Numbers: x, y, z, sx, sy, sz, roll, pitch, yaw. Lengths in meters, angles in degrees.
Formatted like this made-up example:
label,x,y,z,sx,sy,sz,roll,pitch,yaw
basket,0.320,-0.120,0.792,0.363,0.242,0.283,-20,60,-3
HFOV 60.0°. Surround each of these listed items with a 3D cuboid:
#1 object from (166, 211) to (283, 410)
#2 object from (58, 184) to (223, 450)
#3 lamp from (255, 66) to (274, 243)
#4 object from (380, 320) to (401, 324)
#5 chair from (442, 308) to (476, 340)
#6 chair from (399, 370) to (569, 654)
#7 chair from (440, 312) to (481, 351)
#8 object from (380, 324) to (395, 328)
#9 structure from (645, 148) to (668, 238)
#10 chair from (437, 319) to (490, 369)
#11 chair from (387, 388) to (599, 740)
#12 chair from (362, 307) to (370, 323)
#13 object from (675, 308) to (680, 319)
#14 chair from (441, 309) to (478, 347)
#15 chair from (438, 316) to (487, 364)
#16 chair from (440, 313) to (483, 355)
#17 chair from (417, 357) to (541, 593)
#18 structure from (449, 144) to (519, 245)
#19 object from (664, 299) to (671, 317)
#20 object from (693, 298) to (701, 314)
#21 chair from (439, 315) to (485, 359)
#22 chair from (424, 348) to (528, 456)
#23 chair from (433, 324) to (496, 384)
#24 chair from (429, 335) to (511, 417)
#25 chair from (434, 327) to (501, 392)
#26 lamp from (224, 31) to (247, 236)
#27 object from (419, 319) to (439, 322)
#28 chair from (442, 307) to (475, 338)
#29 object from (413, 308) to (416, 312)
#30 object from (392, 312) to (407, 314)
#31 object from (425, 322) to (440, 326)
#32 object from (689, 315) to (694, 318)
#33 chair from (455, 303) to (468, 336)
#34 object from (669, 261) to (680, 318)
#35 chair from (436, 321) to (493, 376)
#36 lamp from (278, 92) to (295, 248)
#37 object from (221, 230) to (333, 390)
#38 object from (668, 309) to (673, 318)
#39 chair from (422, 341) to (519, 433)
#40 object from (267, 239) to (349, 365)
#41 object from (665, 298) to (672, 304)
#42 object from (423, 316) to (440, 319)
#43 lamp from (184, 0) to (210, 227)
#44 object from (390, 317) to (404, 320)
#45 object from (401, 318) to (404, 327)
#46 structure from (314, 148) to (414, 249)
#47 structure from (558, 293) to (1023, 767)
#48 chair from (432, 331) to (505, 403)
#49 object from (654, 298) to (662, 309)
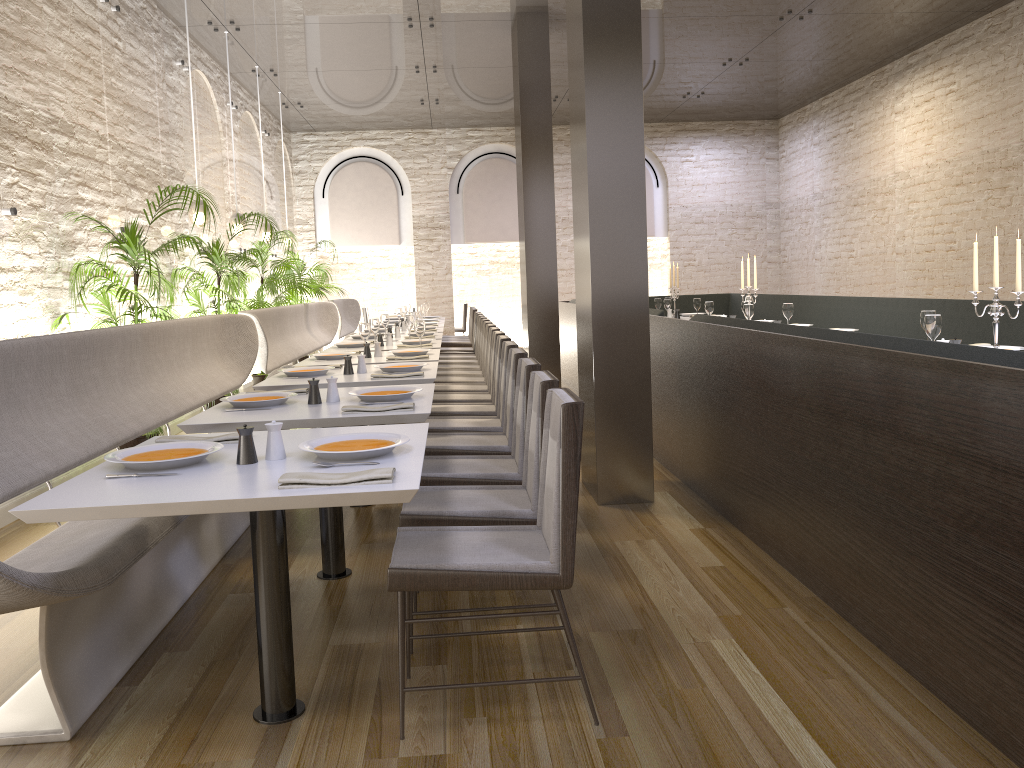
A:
label,x,y,z,sx,sy,sz,roll,pitch,yaw
object,-2.629,-0.547,7.974,1.145,1.969,1.192,0,5,27
object,-2.482,-0.314,5.873,1.145,1.969,1.192,0,5,27
lamp,-2.927,-2.676,10.372,0.178,2.035,0.178,-4,5,-25
object,-1.643,-0.825,11.847,0.321,0.036,0.323,2,8,33
chair,-0.770,-0.623,12.620,0.566,0.903,0.413,-3,5,-4
chair,-0.109,0.428,3.166,0.566,0.903,0.413,-3,5,-4
chair,-0.633,-0.405,10.660,0.566,0.903,0.413,-3,5,-4
object,-1.567,-0.703,10.749,0.321,0.036,0.323,2,8,33
structure,1.855,-3.345,15.248,1.633,1.670,0.098,-3,4,-4
chair,-0.472,-0.149,8.363,0.566,0.903,0.413,-3,5,-4
chair,-0.070,0.491,2.604,0.566,0.903,0.413,-3,5,-4
chair,-2.362,-0.926,15.828,0.566,0.903,0.413,-3,5,-4
object,1.862,-0.791,9.986,0.069,0.126,0.069,1,6,38
chair,-0.731,-0.561,12.062,0.566,0.903,0.413,-3,5,-4
chair,-0.514,-0.215,8.952,0.566,0.903,0.413,-3,5,-4
chair,-0.594,-0.343,10.105,0.566,0.903,0.413,-3,5,-4
chair,-0.150,0.363,3.758,0.566,0.903,0.413,-3,5,-4
structure,-0.258,-3.247,15.107,1.633,1.670,0.098,-3,4,-4
object,1.739,-0.833,9.897,0.086,0.230,0.087,1,5,32
object,2.014,-0.813,9.628,0.086,0.230,0.087,1,5,32
chair,-0.553,-0.278,9.518,0.566,0.903,0.413,-3,5,-4
chair,-0.193,0.294,4.372,0.566,0.903,0.413,-3,5,-4
chair,-0.394,-0.025,7.244,0.566,0.903,0.413,-3,5,-4
chair,-0.274,0.166,5.526,0.566,0.903,0.413,-3,5,-4
chair,-0.353,0.041,6.652,0.566,0.903,0.413,-3,5,-4
lamp,-2.828,-2.520,8.963,0.178,2.035,0.178,-4,4,-19
object,-1.108,-0.849,11.881,0.321,0.036,0.323,2,8,33
chair,-0.810,-0.686,13.195,0.566,0.903,0.413,-3,5,-4
object,-1.743,-1.308,15.781,0.059,0.109,0.059,-2,5,-2
object,-1.990,-1.266,15.835,0.322,0.036,0.322,2,8,31
object,-1.031,-0.727,10.783,0.321,0.036,0.323,2,8,33
object,2.192,-0.777,10.191,0.273,0.033,0.143,-3,6,-4
chair,-1.055,-0.987,15.915,0.566,0.903,0.413,-3,5,-4
object,1.850,-1.075,10.098,0.131,0.655,0.391,-2,5,7
chair,-0.433,-0.087,7.802,0.566,0.903,0.413,-3,5,-4
lamp,-3.023,-2.830,11.753,0.178,2.035,0.178,-4,5,-25
object,-2.771,-0.770,9.975,1.188,1.969,1.148,1,6,37
object,1.780,-0.790,10.004,0.069,0.126,0.069,1,6,38
chair,-0.233,0.232,4.934,0.566,0.903,0.413,-3,5,-4
object,-2.927,-1.043,12.428,1.146,1.969,1.191,-4,5,-23
object,1.860,-0.912,10.547,0.086,0.230,0.086,-5,5,-34
object,-1.187,-0.976,13.016,0.321,0.036,0.323,2,8,33
lamp,-2.730,-2.364,7.567,0.177,2.035,0.178,-1,4,17
object,-1.723,-0.951,12.982,0.321,0.036,0.323,2,8,33
object,-1.320,-0.746,10.695,0.059,0.109,0.059,1,5,32
structure,-2.512,-3.143,14.956,1.633,1.670,0.098,-3,4,-4
structure,2.144,-0.031,6.016,2.372,0.997,10.785,-3,6,-4
chair,-0.313,0.103,6.090,0.566,0.903,0.413,-3,5,-4
object,1.707,-0.883,10.349,0.086,0.230,0.087,1,5,32
